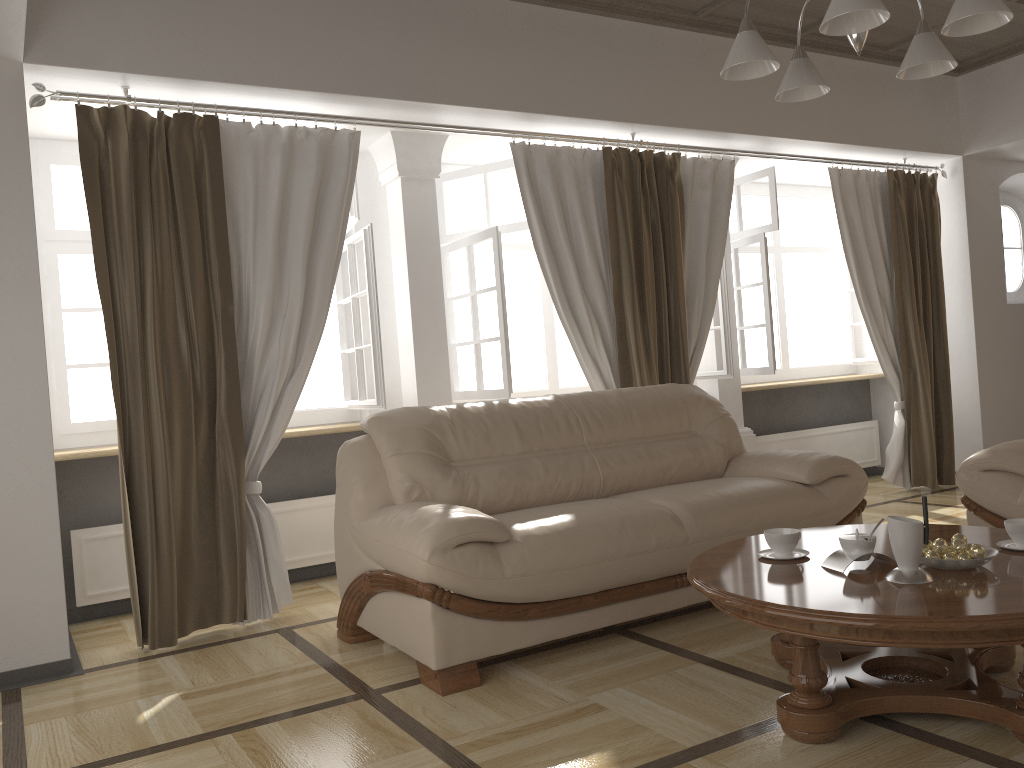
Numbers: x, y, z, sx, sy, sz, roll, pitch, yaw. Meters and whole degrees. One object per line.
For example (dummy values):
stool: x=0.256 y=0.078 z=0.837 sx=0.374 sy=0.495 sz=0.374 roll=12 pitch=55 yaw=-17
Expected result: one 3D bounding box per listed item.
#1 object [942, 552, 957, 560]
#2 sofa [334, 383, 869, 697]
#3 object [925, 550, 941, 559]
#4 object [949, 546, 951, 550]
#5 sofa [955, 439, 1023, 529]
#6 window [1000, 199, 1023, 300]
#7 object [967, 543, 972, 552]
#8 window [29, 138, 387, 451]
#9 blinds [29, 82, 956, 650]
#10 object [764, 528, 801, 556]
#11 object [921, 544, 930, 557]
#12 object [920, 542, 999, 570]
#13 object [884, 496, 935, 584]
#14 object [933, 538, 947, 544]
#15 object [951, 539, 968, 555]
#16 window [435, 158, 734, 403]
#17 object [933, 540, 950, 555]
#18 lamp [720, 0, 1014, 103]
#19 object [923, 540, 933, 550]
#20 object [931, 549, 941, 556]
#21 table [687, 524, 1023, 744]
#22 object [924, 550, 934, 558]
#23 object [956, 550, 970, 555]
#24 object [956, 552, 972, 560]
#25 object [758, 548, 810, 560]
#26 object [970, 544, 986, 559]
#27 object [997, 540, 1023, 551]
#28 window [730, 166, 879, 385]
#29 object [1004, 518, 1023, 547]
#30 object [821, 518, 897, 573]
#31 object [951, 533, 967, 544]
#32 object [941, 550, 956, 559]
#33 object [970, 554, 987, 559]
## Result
object: x=1.165 y=0.468 z=2.358 sx=0.038 sy=0.040 sz=0.039 roll=-5 pitch=1 yaw=-40
sofa: x=0.383 y=0.483 z=3.732 sx=2.135 sy=0.900 sz=1.051 roll=-5 pitch=1 yaw=-30
object: x=1.126 y=0.466 z=2.371 sx=0.037 sy=0.040 sz=0.041 roll=-4 pitch=0 yaw=-17
object: x=1.210 y=0.465 z=2.443 sx=0.040 sy=0.038 sz=0.039 roll=-4 pitch=0 yaw=-5
sofa: x=2.608 y=0.316 z=3.411 sx=1.052 sy=0.900 sz=1.318 roll=-5 pitch=1 yaw=-30
window: x=3.790 y=-1.042 z=6.865 sx=0.600 sy=0.784 sz=0.050 roll=-5 pitch=1 yaw=-30
object: x=1.250 y=0.456 z=2.433 sx=0.039 sy=0.039 sz=0.040 roll=-5 pitch=0 yaw=-19
window: x=-1.440 y=-0.487 z=4.340 sx=1.600 sy=1.500 sz=0.781 roll=-5 pitch=1 yaw=-30
blinds: x=0.685 y=-0.255 z=4.901 sx=5.765 sy=2.294 sz=0.285 roll=-5 pitch=1 yaw=-30
object: x=0.813 y=0.477 z=2.663 sx=0.105 sy=0.071 sz=0.114 roll=-4 pitch=0 yaw=20
object: x=1.130 y=0.459 z=2.443 sx=0.041 sy=0.038 sz=0.039 roll=-4 pitch=0 yaw=14
object: x=1.189 y=0.471 z=2.398 sx=0.227 sy=0.039 sz=0.227 roll=-4 pitch=0 yaw=-5
object: x=1.020 y=0.398 z=2.294 sx=0.119 sy=0.210 sz=0.119 roll=-4 pitch=1 yaw=37
object: x=1.194 y=0.451 z=2.476 sx=0.039 sy=0.039 sz=0.041 roll=-4 pitch=0 yaw=19
object: x=1.187 y=0.433 z=2.356 sx=0.037 sy=0.041 sz=0.040 roll=-4 pitch=0 yaw=-7
window: x=0.436 y=-0.639 z=5.448 sx=1.759 sy=1.500 sz=0.784 roll=-5 pitch=1 yaw=-31
object: x=1.153 y=0.440 z=2.385 sx=0.038 sy=0.039 sz=0.040 roll=-4 pitch=1 yaw=45
lamp: x=0.960 y=-1.461 z=2.503 sx=0.713 sy=1.094 sz=0.741 roll=-5 pitch=1 yaw=-30
object: x=1.155 y=0.453 z=2.472 sx=0.040 sy=0.040 sz=0.038 roll=-4 pitch=1 yaw=39
object: x=1.169 y=0.469 z=2.438 sx=0.040 sy=0.037 sz=0.040 roll=-4 pitch=0 yaw=-5
table: x=1.102 y=0.693 z=2.507 sx=1.169 sy=0.392 sz=1.167 roll=-5 pitch=1 yaw=-35
object: x=1.140 y=0.470 z=2.407 sx=0.038 sy=0.040 sz=0.040 roll=-4 pitch=0 yaw=20
object: x=1.221 y=0.465 z=2.404 sx=0.039 sy=0.039 sz=0.040 roll=-5 pitch=1 yaw=-40
object: x=1.188 y=0.461 z=2.329 sx=0.039 sy=0.039 sz=0.041 roll=-4 pitch=1 yaw=37
object: x=0.814 y=0.512 z=2.658 sx=0.150 sy=0.010 sz=0.150 roll=-5 pitch=1 yaw=-45
object: x=1.213 y=0.438 z=2.311 sx=0.038 sy=0.042 sz=0.038 roll=-5 pitch=1 yaw=-22
object: x=1.470 y=0.463 z=2.533 sx=0.150 sy=0.010 sz=0.150 roll=-5 pitch=1 yaw=-41
window: x=2.156 y=-0.777 z=6.438 sx=1.653 sy=1.500 sz=0.782 roll=-5 pitch=1 yaw=-30
object: x=1.468 y=0.428 z=2.528 sx=0.105 sy=0.071 sz=0.114 roll=-4 pitch=0 yaw=-15
object: x=0.965 y=0.440 z=2.472 sx=0.178 sy=0.133 sz=0.104 roll=-4 pitch=0 yaw=-15
object: x=1.222 y=0.430 z=2.424 sx=0.038 sy=0.044 sz=0.038 roll=-5 pitch=1 yaw=-24
object: x=1.181 y=0.468 z=2.397 sx=0.039 sy=0.038 sz=0.041 roll=-4 pitch=0 yaw=12
object: x=1.231 y=0.455 z=2.340 sx=0.038 sy=0.041 sz=0.041 roll=-4 pitch=1 yaw=44
